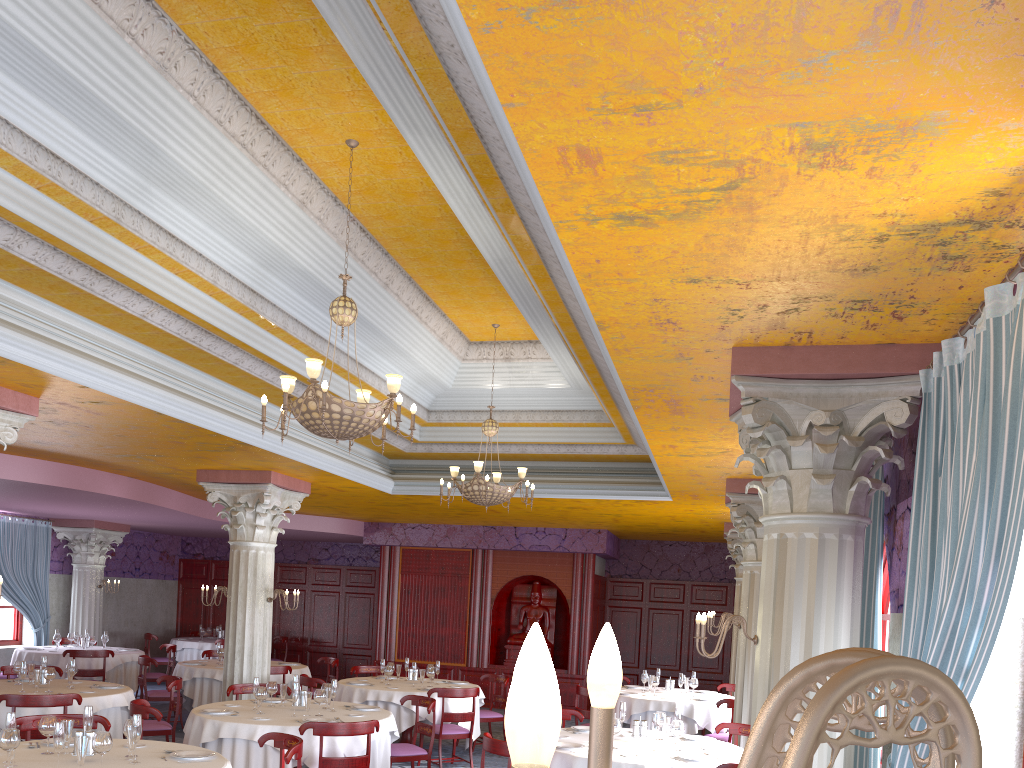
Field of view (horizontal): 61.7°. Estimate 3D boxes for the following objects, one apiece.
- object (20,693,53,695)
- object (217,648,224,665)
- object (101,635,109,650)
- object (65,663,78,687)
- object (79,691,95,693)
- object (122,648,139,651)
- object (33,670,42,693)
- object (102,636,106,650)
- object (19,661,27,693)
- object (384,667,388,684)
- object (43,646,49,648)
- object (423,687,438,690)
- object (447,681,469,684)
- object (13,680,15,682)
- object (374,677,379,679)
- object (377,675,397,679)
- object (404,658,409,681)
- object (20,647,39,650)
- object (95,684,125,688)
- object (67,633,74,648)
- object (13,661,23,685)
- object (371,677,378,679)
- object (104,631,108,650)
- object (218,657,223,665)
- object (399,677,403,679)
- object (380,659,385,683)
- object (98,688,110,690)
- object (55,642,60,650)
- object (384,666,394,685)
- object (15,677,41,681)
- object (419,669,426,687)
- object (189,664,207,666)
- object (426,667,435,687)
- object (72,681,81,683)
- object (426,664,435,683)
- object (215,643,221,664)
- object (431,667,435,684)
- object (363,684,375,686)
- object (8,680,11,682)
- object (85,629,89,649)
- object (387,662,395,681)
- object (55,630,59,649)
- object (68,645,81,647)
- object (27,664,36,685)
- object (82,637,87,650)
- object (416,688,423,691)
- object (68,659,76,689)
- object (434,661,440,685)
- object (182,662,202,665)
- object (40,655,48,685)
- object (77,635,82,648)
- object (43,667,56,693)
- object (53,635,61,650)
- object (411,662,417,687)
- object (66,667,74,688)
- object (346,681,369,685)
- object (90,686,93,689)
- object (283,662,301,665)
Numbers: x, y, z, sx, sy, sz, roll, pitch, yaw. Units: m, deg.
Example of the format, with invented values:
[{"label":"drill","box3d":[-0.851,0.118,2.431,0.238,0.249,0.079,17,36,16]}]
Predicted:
[{"label":"object","box3d":[-4.857,3.187,8.757,0.312,0.024,0.323,0,-14,14]},{"label":"object","box3d":[-4.496,4.217,13.242,0.122,0.263,0.124,2,-2,28]},{"label":"object","box3d":[-7.137,4.525,15.009,0.122,0.263,0.123,3,-2,5]},{"label":"object","box3d":[-4.998,3.303,9.716,0.122,0.263,0.124,2,-2,28]},{"label":"object","box3d":[-4.614,3.345,9.305,0.159,0.009,0.163,-6,-17,33]},{"label":"object","box3d":[-6.745,4.688,15.104,0.312,0.024,0.323,0,-14,14]},{"label":"object","box3d":[-5.052,3.160,9.109,0.085,0.236,0.086,2,-1,39]},{"label":"object","box3d":[-7.092,4.513,14.901,0.085,0.236,0.086,2,-1,39]},{"label":"object","box3d":[-5.155,3.087,9.034,0.074,0.334,0.073,3,0,-40]},{"label":"object","box3d":[-1.718,3.991,11.721,0.086,0.236,0.086,3,-1,-6]},{"label":"object","box3d":[-8.079,4.563,14.852,0.158,0.009,0.164,-1,-14,14]},{"label":"object","box3d":[-1.024,4.019,11.271,0.312,0.024,0.323,0,-14,14]},{"label":"object","box3d":[-0.773,4.298,12.325,0.313,0.024,0.322,4,-14,-6]},{"label":"object","box3d":[-5.788,3.449,9.945,0.022,0.003,0.257,11,-16,-30]},{"label":"object","box3d":[-1.955,4.281,12.459,0.022,0.003,0.257,11,-16,-30]},{"label":"object","box3d":[-1.826,4.306,12.576,0.318,0.024,0.317,13,-17,-35]},{"label":"object","box3d":[-1.512,4.098,12.294,0.074,0.334,0.073,3,0,-40]},{"label":"object","box3d":[-8.049,4.417,14.300,0.314,0.024,0.321,-6,-17,33]},{"label":"object","box3d":[-4.606,3.466,9.812,0.312,0.024,0.323,0,-14,14]},{"label":"object","box3d":[-7.699,4.482,14.954,0.123,0.263,0.122,4,-2,-40]},{"label":"object","box3d":[-5.560,3.259,9.661,0.122,0.263,0.124,2,-2,28]},{"label":"object","box3d":[-1.986,4.265,12.437,0.055,0.019,0.261,9,-15,-25]},{"label":"object","box3d":[-7.016,4.442,14.795,0.074,0.334,0.074,3,0,5]},{"label":"object","box3d":[-4.542,4.255,13.351,0.086,0.236,0.086,3,-1,-6]},{"label":"object","box3d":[-1.659,4.340,12.653,0.028,0.013,0.236,9,-15,-29]},{"label":"object","box3d":[-1.790,3.965,11.826,0.074,0.334,0.073,3,0,-40]},{"label":"object","box3d":[-4.529,3.433,9.644,0.235,0.013,0.028,12,-14,-31]},{"label":"object","box3d":[-7.690,4.381,14.500,0.086,0.236,0.086,3,-1,-6]},{"label":"object","box3d":[-1.672,3.953,11.613,0.122,0.263,0.123,3,-2,5]},{"label":"object","box3d":[-5.659,3.474,10.062,0.312,0.024,0.323,0,-14,14]},{"label":"object","box3d":[-1.219,3.992,11.623,0.085,0.236,0.086,2,-1,39]},{"label":"object","box3d":[-4.763,4.261,12.991,0.259,0.019,0.055,10,-14,-27]},{"label":"object","box3d":[-1.111,3.996,11.668,0.122,0.263,0.123,3,-2,5]},{"label":"object","box3d":[-5.149,3.517,10.096,0.159,0.009,0.163,4,-14,-6]},{"label":"object","box3d":[-1.165,4.135,12.230,0.122,0.263,0.123,3,-2,5]},{"label":"object","box3d":[-4.614,4.229,13.456,0.074,0.334,0.073,3,0,-40]},{"label":"object","box3d":[-1.121,4.123,12.122,0.085,0.236,0.086,3,-1,17]},{"label":"object","box3d":[-1.939,3.997,11.361,0.259,0.019,0.055,10,-14,-27]},{"label":"object","box3d":[-5.819,3.433,9.923,0.055,0.019,0.261,9,-15,-25]},{"label":"object","box3d":[-7.483,4.487,15.073,0.074,0.334,0.074,3,0,5]},{"label":"object","box3d":[-1.727,4.092,12.175,0.122,0.263,0.123,3,-2,5]},{"label":"object","box3d":[-7.761,4.355,14.605,0.074,0.334,0.074,3,0,5]},{"label":"object","box3d":[-7.798,4.696,15.355,0.313,0.024,0.322,4,-14,-6]},{"label":"object","box3d":[-5.452,3.290,9.707,0.086,0.236,0.085,3,-1,-28]},{"label":"object","box3d":[-7.191,4.382,14.401,0.085,0.236,0.086,3,-1,17]},{"label":"object","box3d":[-1.192,3.997,11.194,0.028,0.013,0.236,9,-15,-29]},{"label":"object","box3d":[-4.877,3.219,9.502,0.074,0.334,0.073,3,0,-40]},{"label":"object","box3d":[-1.044,4.052,12.016,0.074,0.334,0.073,3,0,-40]},{"label":"object","box3d":[-4.901,4.292,13.151,0.312,0.024,0.323,0,-14,14]},{"label":"object","box3d":[-5.344,3.265,9.780,0.074,0.334,0.073,3,0,-40]},{"label":"object","box3d":[-7.591,4.512,15.000,0.086,0.236,0.086,3,-1,-6]},{"label":"object","box3d":[-4.943,3.164,9.154,0.122,0.263,0.124,2,-2,28]},{"label":"object","box3d":[-7.644,4.343,14.392,0.122,0.263,0.123,3,-2,5]},{"label":"object","box3d":[-1.322,3.920,11.548,0.074,0.334,0.073,3,0,-40]},{"label":"object","box3d":[-4.953,3.291,9.608,0.086,0.236,0.086,3,-1,-6]},{"label":"object","box3d":[-2.077,4.028,11.521,0.312,0.024,0.323,0,-14,14]},{"label":"object","box3d":[-4.758,3.431,9.679,0.030,0.010,0.141,9,-15,-27]},{"label":"object","box3d":[-3.597,4.562,13.955,0.312,0.024,0.323,0,-14,14]}]
